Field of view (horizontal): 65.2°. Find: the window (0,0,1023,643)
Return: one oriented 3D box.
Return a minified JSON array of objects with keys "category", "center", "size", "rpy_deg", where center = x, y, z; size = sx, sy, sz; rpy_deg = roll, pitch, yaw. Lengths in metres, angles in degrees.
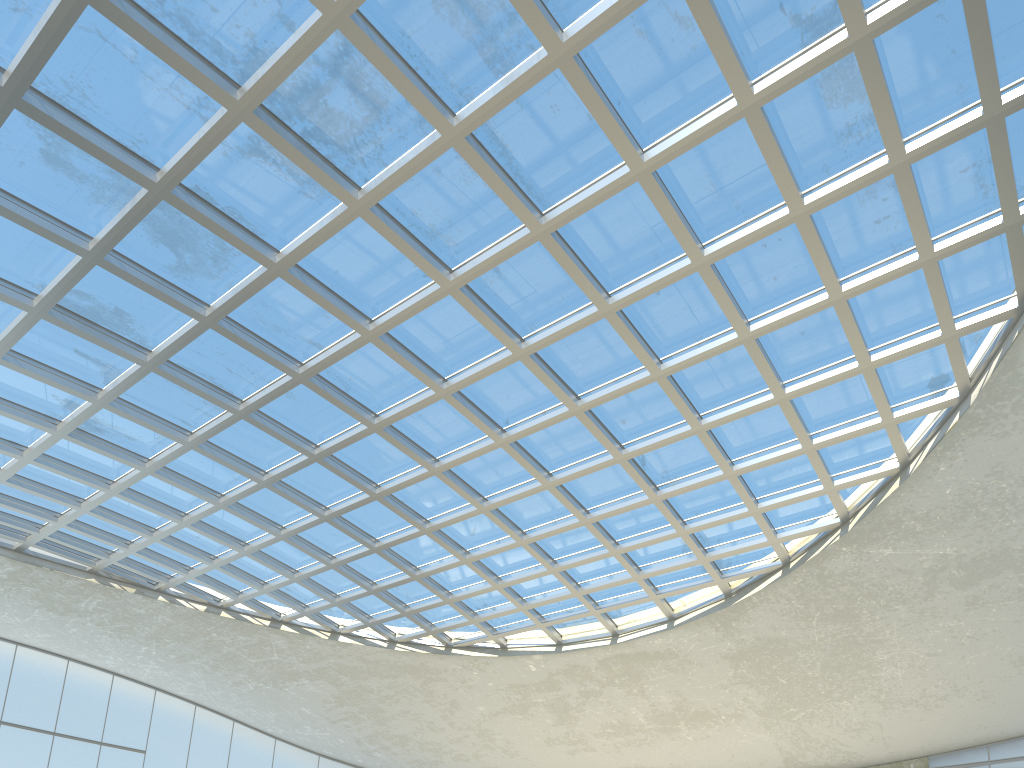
[{"category":"window","center":[-14.058,1.891,42.356],"size":[81.914,9.694,87.639],"rpy_deg":[-21,-42,31]}]
